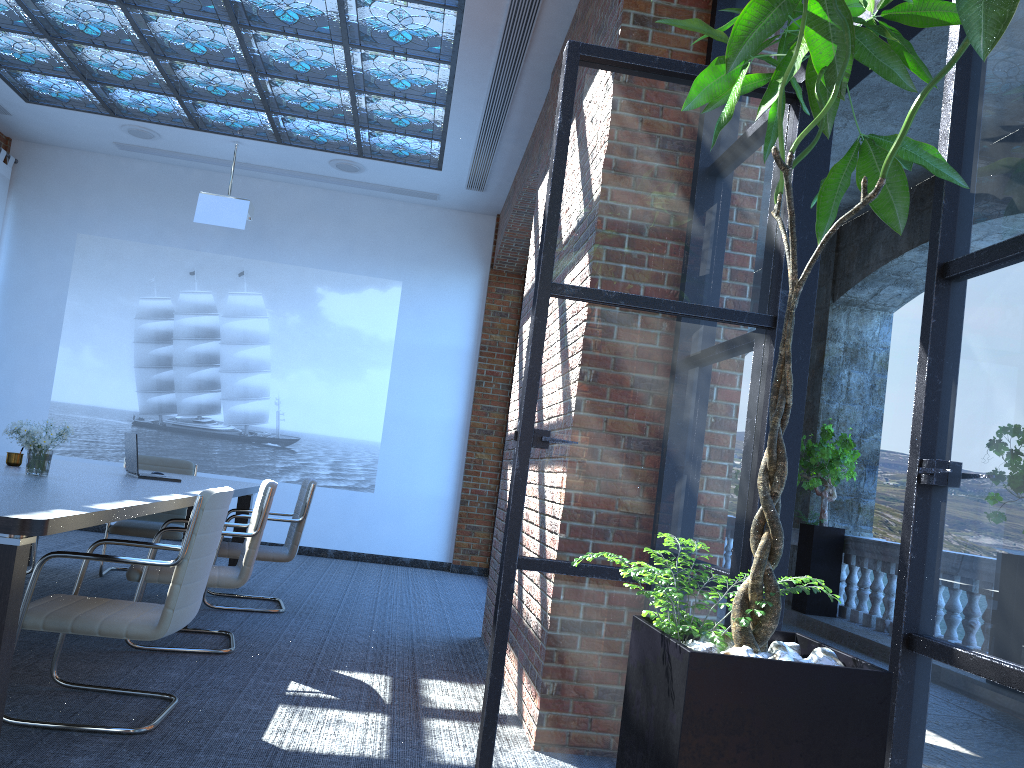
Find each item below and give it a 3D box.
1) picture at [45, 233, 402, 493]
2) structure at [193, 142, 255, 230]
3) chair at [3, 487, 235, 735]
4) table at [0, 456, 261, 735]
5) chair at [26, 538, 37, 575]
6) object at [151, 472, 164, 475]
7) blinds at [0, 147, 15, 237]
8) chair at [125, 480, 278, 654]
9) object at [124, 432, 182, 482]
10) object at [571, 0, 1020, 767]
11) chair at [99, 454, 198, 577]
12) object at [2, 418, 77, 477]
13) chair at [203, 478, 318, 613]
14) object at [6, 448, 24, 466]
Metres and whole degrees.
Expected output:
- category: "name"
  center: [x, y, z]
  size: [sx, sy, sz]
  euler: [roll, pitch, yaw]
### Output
- category: "picture"
  center: [-3.065, -0.203, 9.560]
  size: [3.463, 2.354, 0.024]
  euler: [8, -4, -7]
- category: "structure"
  center: [-2.722, -1.909, 8.544]
  size: [0.468, 0.892, 0.392]
  euler: [8, -4, -7]
- category: "chair"
  center: [-1.540, 0.829, 3.502]
  size: [0.707, 0.920, 0.561]
  euler: [8, -4, -7]
- category: "table"
  center: [-2.609, 0.881, 4.707]
  size: [1.810, 0.807, 4.516]
  euler: [8, -6, -6]
- category: "chair"
  center: [-3.535, 0.835, 5.911]
  size: [0.707, 0.920, 0.561]
  euler: [8, -4, -12]
- category: "object"
  center: [-2.457, 0.626, 6.149]
  size: [0.101, 0.034, 0.059]
  euler: [10, -6, -26]
- category: "blinds"
  center: [-5.389, -0.586, 8.521]
  size: [0.039, 3.747, 1.361]
  euler: [8, -4, -6]
- category: "chair"
  center: [-1.710, 0.951, 4.859]
  size: [0.707, 0.920, 0.561]
  euler: [9, -5, -18]
- category: "object"
  center: [-2.366, 0.480, 5.835]
  size: [0.324, 0.282, 0.390]
  euler: [10, -6, -33]
- category: "object"
  center: [0.492, 0.083, 1.502]
  size: [0.946, 2.484, 1.327]
  euler: [8, -4, -6]
- category: "chair"
  center: [-2.792, 1.027, 6.857]
  size: [0.561, 0.920, 0.707]
  euler: [9, -5, -18]
- category: "object"
  center: [-2.495, 0.325, 4.664]
  size: [0.329, 0.309, 0.337]
  euler: [7, -5, 4]
- category: "chair"
  center: [-1.784, 1.084, 6.204]
  size: [0.707, 0.920, 0.561]
  euler: [9, -5, -18]
- category: "object"
  center: [-2.947, 0.415, 5.256]
  size: [0.091, 0.142, 0.091]
  euler: [10, -5, -29]
